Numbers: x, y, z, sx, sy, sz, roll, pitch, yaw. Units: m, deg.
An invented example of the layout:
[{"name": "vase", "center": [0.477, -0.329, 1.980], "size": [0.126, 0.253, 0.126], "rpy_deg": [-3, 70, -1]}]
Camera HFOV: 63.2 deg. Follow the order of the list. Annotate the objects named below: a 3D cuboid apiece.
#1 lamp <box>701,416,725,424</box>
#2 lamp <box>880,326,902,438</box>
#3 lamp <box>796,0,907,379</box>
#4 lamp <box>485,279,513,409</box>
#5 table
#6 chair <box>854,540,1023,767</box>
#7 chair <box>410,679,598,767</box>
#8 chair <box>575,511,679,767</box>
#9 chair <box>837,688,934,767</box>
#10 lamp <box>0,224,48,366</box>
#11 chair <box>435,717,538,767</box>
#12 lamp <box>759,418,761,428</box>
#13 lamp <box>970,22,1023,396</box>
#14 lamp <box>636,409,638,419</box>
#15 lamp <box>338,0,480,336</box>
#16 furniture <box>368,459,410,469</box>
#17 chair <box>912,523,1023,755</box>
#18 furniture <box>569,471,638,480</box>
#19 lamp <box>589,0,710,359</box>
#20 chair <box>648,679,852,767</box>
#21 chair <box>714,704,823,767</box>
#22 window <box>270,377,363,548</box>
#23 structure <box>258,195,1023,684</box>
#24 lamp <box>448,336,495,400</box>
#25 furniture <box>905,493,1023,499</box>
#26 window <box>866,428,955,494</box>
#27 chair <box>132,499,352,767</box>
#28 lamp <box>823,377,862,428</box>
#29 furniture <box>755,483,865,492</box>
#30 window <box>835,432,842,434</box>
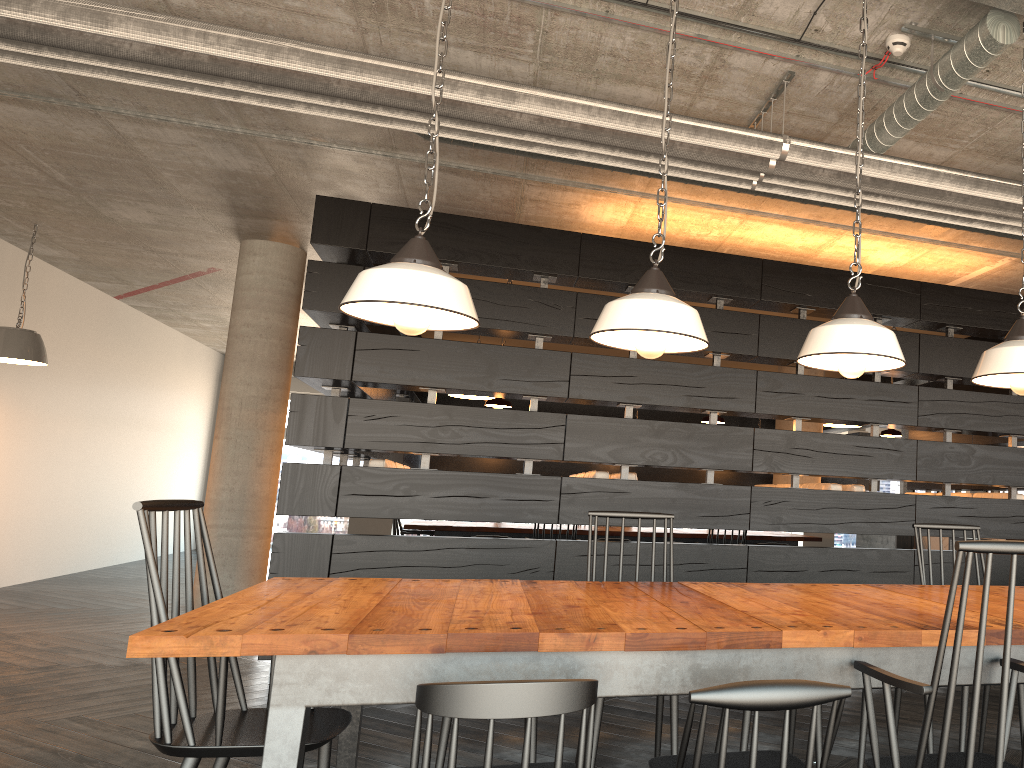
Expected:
[{"name": "lamp", "center": [1.647, -0.177, 6.696], "size": [0.201, 1.051, 0.186], "rpy_deg": [5, -8, -2]}, {"name": "lamp", "center": [3.294, -0.039, 7.199], "size": [0.215, 1.051, 0.173], "rpy_deg": [7, -8, -18]}, {"name": "lamp", "center": [1.187, -0.877, 2.843], "size": [0.372, 1.739, 0.360], "rpy_deg": [5, -8, 2]}, {"name": "lamp", "center": [-0.057, -0.320, 6.175], "size": [0.215, 1.051, 0.173], "rpy_deg": [7, -8, -18]}, {"name": "table", "center": [1.174, 1.096, 2.642], "size": [4.082, 0.792, 1.092], "rpy_deg": [5, -8, -16]}, {"name": "chair", "center": [1.066, 0.879, 1.948], "size": [0.495, 1.034, 0.456], "rpy_deg": [6, -8, -10]}, {"name": "chair", "center": [-0.035, 0.950, 1.719], "size": [0.404, 0.738, 0.415], "rpy_deg": [6, -8, -9]}, {"name": "chair", "center": [0.457, 1.010, 3.157], "size": [0.495, 1.034, 0.456], "rpy_deg": [6, -8, -10]}, {"name": "chair", "center": [1.493, 1.240, 3.379], "size": [0.404, 0.726, 0.432], "rpy_deg": [6, -8, -8]}, {"name": "lamp", "center": [-3.948, -0.927, 6.777], "size": [0.377, 1.504, 0.512], "rpy_deg": [-2, -10, 43]}, {"name": "chair", "center": [-0.073, 1.104, 2.911], "size": [0.404, 0.738, 0.415], "rpy_deg": [6, -8, -9]}, {"name": "lamp", "center": [3.182, 0.409, 10.657], "size": [0.171, 1.051, 0.216], "rpy_deg": [1, -9, 28]}, {"name": "lamp", "center": [1.882, -0.818, 3.055], "size": [0.357, 1.739, 0.375], "rpy_deg": [4, -8, 9]}, {"name": "lamp", "center": [1.535, 0.271, 10.154], "size": [0.164, 1.051, 0.223], "rpy_deg": [-2, -10, 43]}, {"name": "lamp", "center": [-0.206, -0.994, 2.417], "size": [0.319, 1.739, 0.412], "rpy_deg": [0, -9, 32]}, {"name": "furniture", "center": [-0.747, 1.196, 5.860], "size": [0.630, 1.262, 1.764], "rpy_deg": [5, -8, -3]}, {"name": "chair", "center": [2.006, 1.140, 3.630], "size": [0.495, 1.034, 0.456], "rpy_deg": [6, -8, -10]}, {"name": "furniture", "center": [0.608, 1.310, 6.274], "size": [1.147, 1.262, 1.759], "rpy_deg": [5, -8, -6]}, {"name": "lamp", "center": [0.491, -0.935, 2.630], "size": [0.410, 1.739, 0.321], "rpy_deg": [8, -8, -21]}, {"name": "chair", "center": [0.509, 1.000, 1.876], "size": [0.404, 0.726, 0.432], "rpy_deg": [6, -8, -8]}, {"name": "chair", "center": [0.977, 1.181, 3.148], "size": [0.404, 0.738, 0.415], "rpy_deg": [6, -8, -9]}, {"name": "window", "center": [-3.176, 1.382, 14.311], "size": [2.711, 2.877, 0.225], "rpy_deg": [6, -8, -17]}, {"name": "structure", "center": [1.500, 0.868, 8.344], "size": [5.921, 2.744, 5.691], "rpy_deg": [4, -8, -9]}, {"name": "lamp", "center": [-0.298, -0.621, 7.892], "size": [0.461, 1.504, 0.428], "rpy_deg": [5, -8, -2]}, {"name": "furniture", "center": [3.732, 1.572, 7.229], "size": [0.629, 1.262, 1.764], "rpy_deg": [5, -8, -3]}, {"name": "window", "center": [8.489, 2.361, 17.876], "size": [2.711, 2.877, 0.225], "rpy_deg": [6, -8, -17]}, {"name": "chair", "center": [-0.684, 0.826, 2.130], "size": [0.518, 1.034, 0.436], "rpy_deg": [5, -8, -6]}, {"name": "lamp", "center": [3.627, -0.291, 9.092], "size": [0.461, 1.504, 0.428], "rpy_deg": [5, -8, -2]}, {"name": "furniture", "center": [2.355, 1.457, 6.808], "size": [1.147, 1.262, 1.759], "rpy_deg": [5, -8, -6]}, {"name": "window", "center": [5.568, 2.116, 16.983], "size": [2.711, 2.877, 0.225], "rpy_deg": [6, -8, -17]}]
